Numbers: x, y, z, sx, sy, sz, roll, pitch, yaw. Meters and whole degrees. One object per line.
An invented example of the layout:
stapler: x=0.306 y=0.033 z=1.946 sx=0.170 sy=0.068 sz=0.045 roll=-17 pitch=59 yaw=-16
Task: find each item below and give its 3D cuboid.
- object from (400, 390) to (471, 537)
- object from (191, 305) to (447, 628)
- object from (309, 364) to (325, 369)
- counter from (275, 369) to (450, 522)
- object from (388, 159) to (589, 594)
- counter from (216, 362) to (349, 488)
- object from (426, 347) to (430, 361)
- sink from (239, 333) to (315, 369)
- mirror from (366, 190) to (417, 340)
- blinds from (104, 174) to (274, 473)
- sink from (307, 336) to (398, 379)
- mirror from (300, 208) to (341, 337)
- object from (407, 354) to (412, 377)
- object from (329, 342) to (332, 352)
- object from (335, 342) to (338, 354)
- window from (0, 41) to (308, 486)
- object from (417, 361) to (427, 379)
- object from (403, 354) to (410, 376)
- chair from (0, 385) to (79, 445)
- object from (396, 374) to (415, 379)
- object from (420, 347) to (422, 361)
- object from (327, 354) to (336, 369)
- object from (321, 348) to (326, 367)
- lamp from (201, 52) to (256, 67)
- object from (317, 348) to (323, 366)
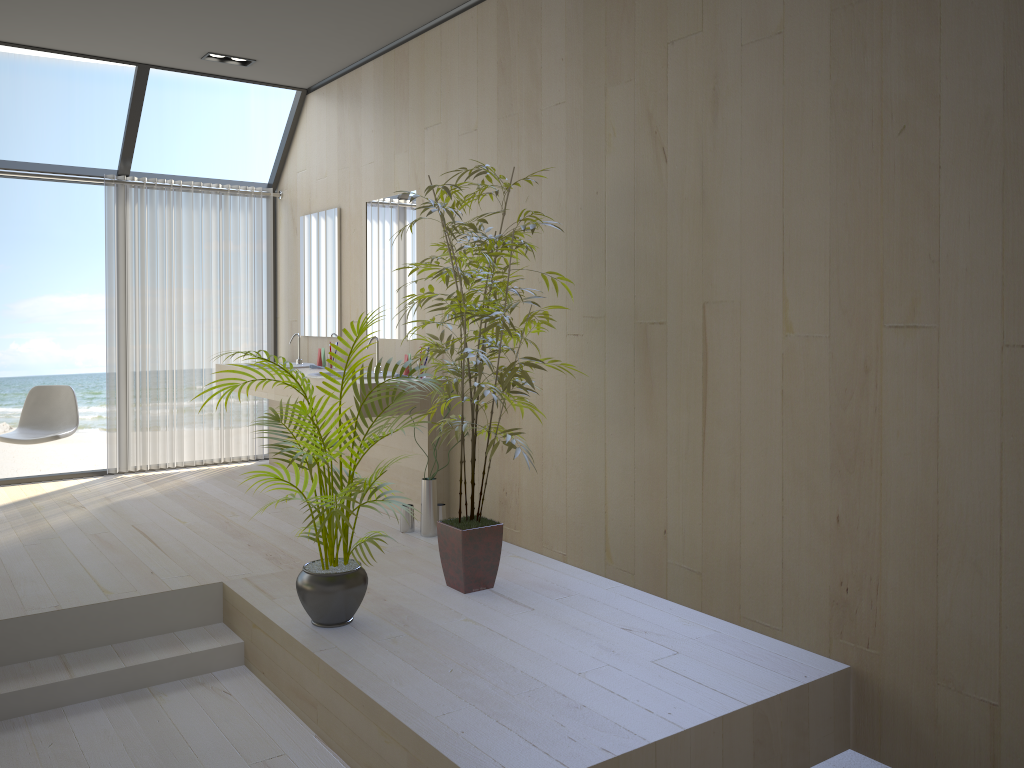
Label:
object: x=-0.378 y=0.401 z=4.633 sx=0.274 sy=0.748 sz=0.407 roll=1 pitch=2 yaw=43
object: x=-0.701 y=0.288 z=3.206 sx=0.916 sy=1.156 sz=0.752 roll=0 pitch=2 yaw=-2
object: x=-1.281 y=-0.115 z=5.827 sx=0.104 sy=0.029 sz=0.033 roll=0 pitch=3 yaw=5
counter: x=-0.899 y=0.345 z=5.168 sx=0.551 sy=0.789 sz=1.207 roll=-2 pitch=4 yaw=-35
object: x=-0.115 y=-0.034 z=3.667 sx=0.787 sy=1.754 sz=0.937 roll=0 pitch=2 yaw=-10
counter: x=-1.596 y=0.271 z=6.152 sx=0.551 sy=0.789 sz=1.207 roll=-2 pitch=4 yaw=-35
object: x=-0.481 y=-0.117 z=4.879 sx=0.054 sy=0.175 sz=0.012 roll=0 pitch=1 yaw=-10
sink: x=-1.616 y=-0.138 z=6.091 sx=0.504 sy=0.419 sz=0.574 roll=-2 pitch=4 yaw=-32
mirror: x=-0.728 y=-0.706 z=5.379 sx=0.023 sy=0.867 sz=0.654 roll=-1 pitch=2 yaw=-35
blinds: x=-2.332 y=-0.439 z=6.466 sx=1.183 sy=2.068 sz=0.084 roll=-1 pitch=1 yaw=-35
sink: x=-0.918 y=-0.065 z=5.107 sx=0.504 sy=0.419 sz=0.574 roll=-2 pitch=4 yaw=-32
mirror: x=-1.349 y=-0.768 z=6.209 sx=0.023 sy=0.867 sz=0.654 roll=-1 pitch=2 yaw=-35
object: x=-0.586 y=-0.105 z=5.037 sx=0.039 sy=0.134 sz=0.039 roll=0 pitch=1 yaw=6
object: x=-1.196 y=-0.190 z=5.831 sx=0.012 sy=0.178 sz=0.050 roll=0 pitch=1 yaw=4
object: x=-1.178 y=-0.191 z=5.864 sx=0.054 sy=0.175 sz=0.012 roll=0 pitch=1 yaw=-10
window: x=-3.542 y=-0.696 z=5.367 sx=4.564 sy=2.810 sz=0.746 roll=-2 pitch=2 yaw=-35
object: x=-0.496 y=-0.076 z=4.878 sx=0.058 sy=0.100 sz=0.058 roll=-1 pitch=2 yaw=-25
object: x=-0.587 y=-0.097 z=4.923 sx=0.039 sy=0.134 sz=0.039 roll=0 pitch=1 yaw=6
chair: x=-2.975 y=0.195 z=5.590 sx=0.369 sy=0.347 sz=0.455 roll=0 pitch=3 yaw=-7
object: x=-0.584 y=-0.042 z=4.843 sx=0.104 sy=0.029 sz=0.033 roll=0 pitch=3 yaw=5
object: x=-0.499 y=-0.116 z=4.847 sx=0.012 sy=0.178 sz=0.050 roll=0 pitch=1 yaw=4
object: x=-1.194 y=-0.149 z=5.862 sx=0.058 sy=0.100 sz=0.058 roll=-1 pitch=2 yaw=-29
object: x=-1.283 y=-0.179 z=6.021 sx=0.039 sy=0.134 sz=0.039 roll=0 pitch=1 yaw=13
lamp: x=-1.801 y=-2.112 z=5.624 sx=0.301 sy=0.112 sz=0.164 roll=-3 pitch=4 yaw=-35
object: x=-1.284 y=-0.170 z=5.907 sx=0.039 sy=0.134 sz=0.039 roll=0 pitch=1 yaw=13
